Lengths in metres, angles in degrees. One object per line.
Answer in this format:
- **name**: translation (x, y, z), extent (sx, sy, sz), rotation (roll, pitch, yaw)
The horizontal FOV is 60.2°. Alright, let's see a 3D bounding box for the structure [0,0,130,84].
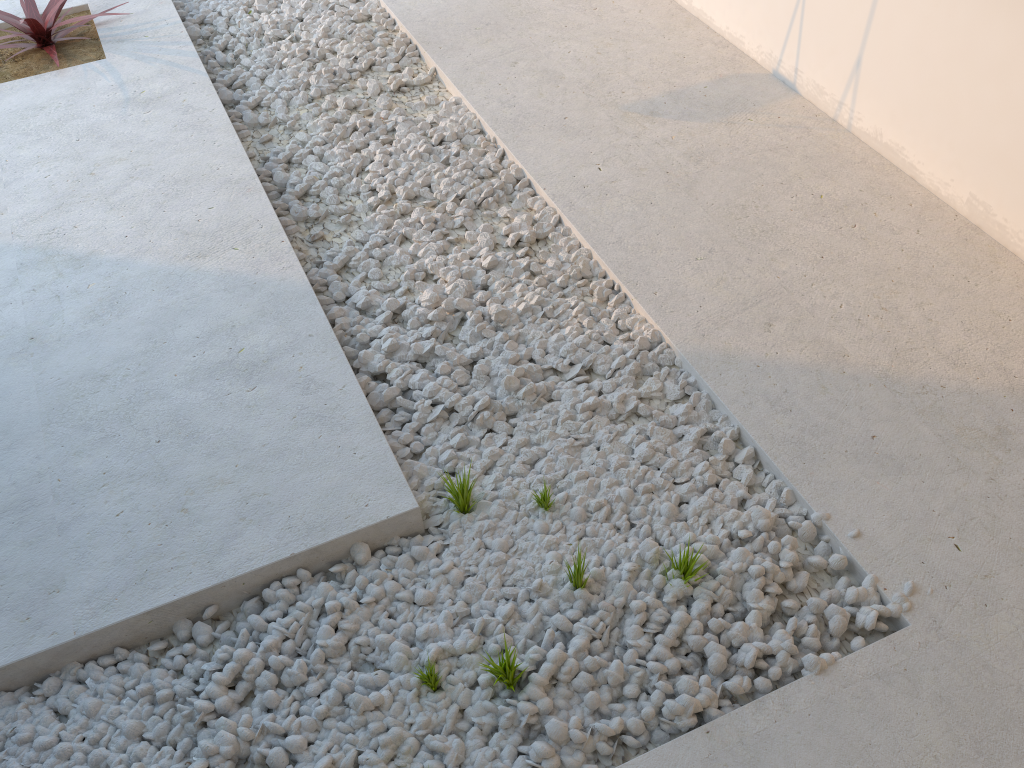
- **structure**: translation (-2.113, -1.363, 3.478), extent (1.194, 0.306, 0.717), rotation (-20, 51, -14)
